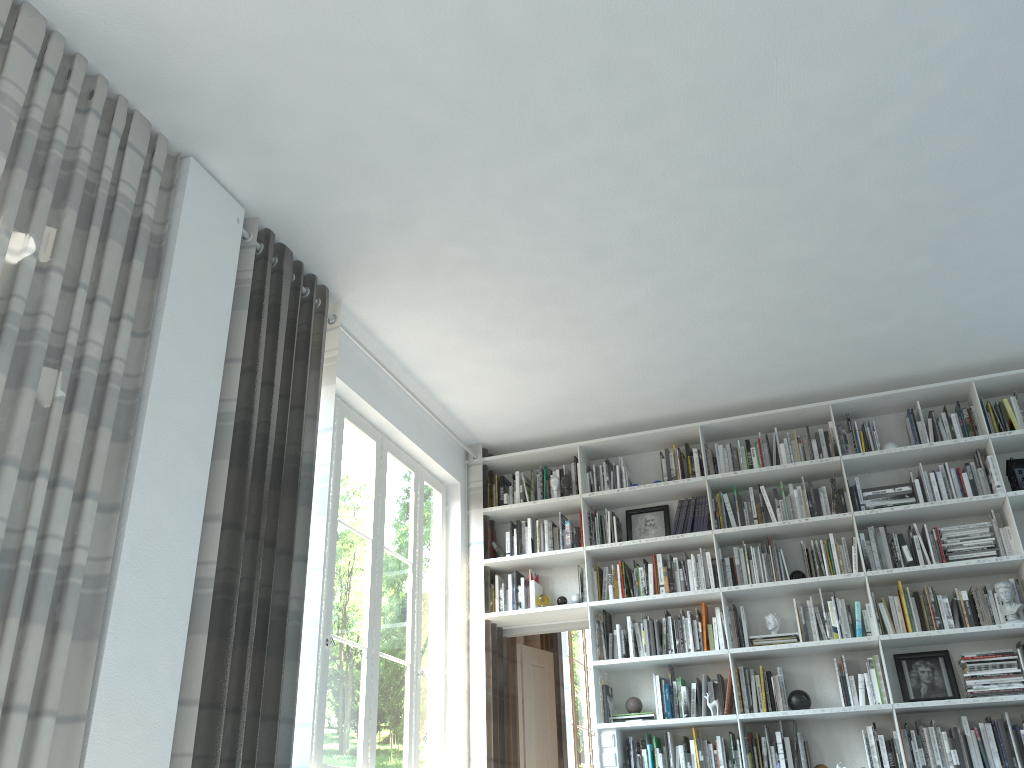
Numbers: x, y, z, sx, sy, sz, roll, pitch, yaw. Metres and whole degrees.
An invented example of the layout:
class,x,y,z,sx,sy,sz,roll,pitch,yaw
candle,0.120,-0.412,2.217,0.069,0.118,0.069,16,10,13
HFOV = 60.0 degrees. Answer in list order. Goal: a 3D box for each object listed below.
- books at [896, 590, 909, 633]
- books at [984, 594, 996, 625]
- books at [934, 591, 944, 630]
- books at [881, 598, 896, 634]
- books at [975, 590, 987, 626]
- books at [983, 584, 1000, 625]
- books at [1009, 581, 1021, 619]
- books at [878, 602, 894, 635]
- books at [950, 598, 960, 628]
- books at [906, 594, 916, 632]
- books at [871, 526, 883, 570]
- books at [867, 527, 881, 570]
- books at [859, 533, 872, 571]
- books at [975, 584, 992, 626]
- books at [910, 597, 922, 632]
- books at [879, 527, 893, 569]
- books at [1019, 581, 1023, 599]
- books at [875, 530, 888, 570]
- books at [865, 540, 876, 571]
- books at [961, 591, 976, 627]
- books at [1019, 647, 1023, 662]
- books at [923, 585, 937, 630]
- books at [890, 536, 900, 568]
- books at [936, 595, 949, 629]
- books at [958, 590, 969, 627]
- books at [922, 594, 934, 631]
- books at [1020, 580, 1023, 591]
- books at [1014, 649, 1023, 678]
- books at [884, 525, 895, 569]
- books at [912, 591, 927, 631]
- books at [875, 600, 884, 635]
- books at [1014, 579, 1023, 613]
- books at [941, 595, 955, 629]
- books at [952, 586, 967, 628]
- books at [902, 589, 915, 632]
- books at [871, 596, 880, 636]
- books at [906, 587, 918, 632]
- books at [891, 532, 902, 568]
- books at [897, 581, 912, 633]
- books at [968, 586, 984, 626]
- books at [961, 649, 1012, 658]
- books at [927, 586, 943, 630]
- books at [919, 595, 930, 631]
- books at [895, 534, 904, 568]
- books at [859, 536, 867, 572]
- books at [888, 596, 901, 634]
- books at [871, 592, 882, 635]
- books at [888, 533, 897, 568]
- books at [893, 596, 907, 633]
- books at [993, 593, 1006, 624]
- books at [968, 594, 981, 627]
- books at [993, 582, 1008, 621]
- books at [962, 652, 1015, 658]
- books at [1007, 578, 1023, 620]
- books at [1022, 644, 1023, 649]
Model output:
class,x,y,z,sx,sy,sz,roll,pitch,yaw
books,2.307,1.368,5.235,0.010,0.282,0.137,-10,-28,17
books,2.733,1.319,5.081,0.022,0.205,0.114,-10,-28,17
books,2.483,1.345,5.166,0.011,0.250,0.131,-10,-28,17
books,2.225,1.394,5.236,0.042,0.240,0.163,-10,-28,17
books,2.688,1.318,5.102,0.025,0.229,0.143,-10,-28,17
books,2.751,1.289,5.081,0.024,0.257,0.127,-10,-28,17
books,2.850,1.268,5.047,0.025,0.258,0.131,-10,-28,17
books,2.204,1.407,5.224,0.053,0.207,0.157,-10,-28,17
books,2.564,1.354,5.130,0.050,0.198,0.146,-10,-28,17
books,2.340,1.373,5.205,0.010,0.243,0.150,-10,-28,17
books,2.237,1.038,5.422,0.014,0.311,0.134,-10,-28,17
books,2.212,1.040,5.408,0.026,0.295,0.180,-10,-28,17
books,2.163,1.064,5.418,0.026,0.265,0.171,-10,-28,17
books,2.705,1.293,5.085,0.025,0.257,0.151,-10,-28,17
books,2.368,1.378,5.198,0.024,0.227,0.148,-10,-28,17
books,2.278,1.034,5.397,0.029,0.293,0.152,-10,-28,17
books,2.907,1.260,5.036,0.014,0.259,0.137,-10,-28,17
books,2.247,1.044,5.384,0.025,0.264,0.186,-10,-28,17
books,2.194,1.083,5.415,0.027,0.227,0.148,-10,-28,17
books,2.615,1.321,5.097,0.029,0.223,0.186,-10,-28,17
books,2.829,1.596,4.886,0.011,0.259,0.185,-10,-28,17
books,2.441,1.333,5.174,0.013,0.282,0.177,-10,-28,17
books,2.318,1.051,5.367,0.014,0.232,0.147,-10,-28,17
books,2.496,1.352,5.142,0.024,0.215,0.176,-10,-28,17
books,2.600,1.324,5.114,0.010,0.233,0.175,-10,-28,17
books,2.426,1.360,5.175,0.025,0.235,0.137,-10,-28,17
books,2.926,1.258,5.038,0.023,0.263,0.107,-10,-28,17
books,2.818,1.603,4.890,0.012,0.253,0.161,-10,-28,17
books,2.294,1.025,5.386,0.011,0.298,0.180,-10,-28,17
books,2.394,1.362,5.202,0.028,0.258,0.135,-10,-28,17
books,2.182,1.412,5.260,0.011,0.234,0.142,-10,-28,17
books,2.889,1.255,5.031,0.014,0.265,0.154,-10,-28,17
books,2.522,1.348,5.135,0.030,0.213,0.169,-10,-28,17
books,2.590,1.317,5.126,0.014,0.257,0.162,-10,-28,17
books,2.317,1.352,5.186,0.015,0.265,0.190,-10,-28,17
books,2.159,1.404,5.264,0.012,0.253,0.161,-10,-28,17
books,2.343,1.348,5.195,0.010,0.279,0.171,-10,-28,17
books,2.329,1.040,5.363,0.014,0.249,0.173,-10,-28,17
books,2.303,1.332,5.202,0.014,0.316,0.188,-10,-28,17
books,2.658,1.299,5.080,0.012,0.244,0.186,-10,-28,17
books,2.669,1.524,4.990,0.254,0.012,0.161,-13,-29,20
books,2.456,1.330,5.153,0.028,0.266,0.190,-10,-28,17
books,2.406,1.364,5.172,0.012,0.226,0.170,-10,-28,17
books,2.342,1.043,5.358,0.011,0.238,0.148,-10,-28,17
books,2.149,1.077,5.430,0.012,0.253,0.161,-10,-28,17
books,2.261,1.389,5.235,0.026,0.246,0.139,-10,-28,17
books,2.172,1.394,5.275,0.010,0.280,0.141,-10,-28,17
books,2.306,1.045,5.374,0.011,0.250,0.153,-10,-28,17
books,2.285,1.385,5.220,0.029,0.239,0.156,-10,-28,17
books,2.779,1.308,5.057,0.035,0.200,0.150,-10,-28,17
books,2.643,1.327,5.085,0.029,0.199,0.179,-10,-28,17
books,2.804,1.280,5.072,0.014,0.262,0.135,-10,-28,17
books,2.670,1.536,4.986,0.254,0.012,0.161,-9,-28,14
books,2.876,1.260,5.054,0.025,0.277,0.108,-10,-28,17
books,2.864,1.583,4.891,0.011,0.286,0.152,-10,-28,17
